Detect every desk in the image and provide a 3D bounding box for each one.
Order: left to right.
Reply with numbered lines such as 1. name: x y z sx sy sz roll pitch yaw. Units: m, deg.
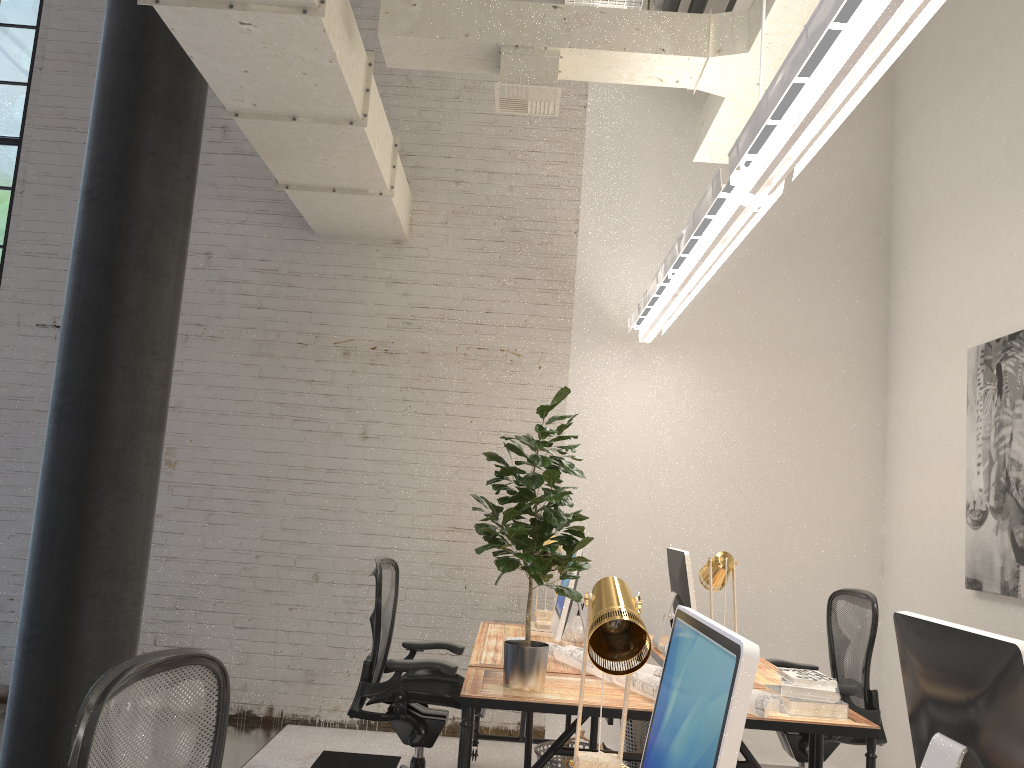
1. desk: 0.066 1.573 4.095 0.529 0.723 1.403 4 -8 1
2. desk: 0.493 1.466 3.123 1.401 0.723 0.530 4 -8 1
3. desk: 0.911 1.634 4.079 0.529 0.723 1.403 4 -8 1

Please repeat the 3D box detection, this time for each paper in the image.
1. paper: 0.368 1.078 3.329 0.083 0.082 1.135 8 -9 -24
2. paper: 0.535 1.090 3.327 0.083 0.082 1.135 10 -10 -34

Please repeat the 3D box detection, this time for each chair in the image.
1. chair: -0.385 0.992 1.363 0.792 1.083 0.771 6 -8 -16
2. chair: -0.403 1.349 4.027 0.792 1.083 0.771 6 -8 -16
3. chair: 1.407 1.508 4.191 0.792 1.083 0.771 6 -8 -16

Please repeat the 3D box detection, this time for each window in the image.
1. window: -4.469 -0.676 5.942 2.491 5.169 0.138 4 -7 1

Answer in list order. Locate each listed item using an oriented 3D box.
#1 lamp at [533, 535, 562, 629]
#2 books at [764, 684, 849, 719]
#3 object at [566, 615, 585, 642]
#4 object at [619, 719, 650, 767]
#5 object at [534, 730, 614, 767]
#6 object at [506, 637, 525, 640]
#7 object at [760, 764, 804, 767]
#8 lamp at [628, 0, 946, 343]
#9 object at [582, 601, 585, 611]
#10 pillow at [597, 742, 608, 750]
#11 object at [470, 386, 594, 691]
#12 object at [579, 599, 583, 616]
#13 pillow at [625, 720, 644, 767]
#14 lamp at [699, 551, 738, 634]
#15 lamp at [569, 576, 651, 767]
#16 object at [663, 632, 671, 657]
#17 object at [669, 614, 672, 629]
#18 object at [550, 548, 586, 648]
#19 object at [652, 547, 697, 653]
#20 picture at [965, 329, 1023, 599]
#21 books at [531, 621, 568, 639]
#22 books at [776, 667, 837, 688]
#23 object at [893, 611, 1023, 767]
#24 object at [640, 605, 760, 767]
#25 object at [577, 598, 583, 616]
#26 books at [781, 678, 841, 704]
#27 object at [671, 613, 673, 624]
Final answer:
1. lamp: 0.184 1.005 4.541 0.126 0.469 0.345 4 -8 1
2. books: 1.027 1.115 3.116 0.200 0.050 0.272 5 -8 -2
3. object: 0.317 1.198 4.348 0.101 0.126 0.101 12 -11 -44
4. object: 0.701 1.829 4.521 0.353 0.434 0.359 5 -8 -3
5. object: 0.254 1.666 3.616 0.353 0.434 0.359 5 -8 -3
6. object: 0.031 1.186 4.034 0.118 0.017 0.440 4 -8 1
7. object: 0.835 1.650 3.247 0.544 0.454 0.221 4 -7 1
8. lamp: 0.881 -2.129 1.784 0.226 2.858 7.316 4 -8 1
9. object: 0.331 1.160 4.363 0.054 0.206 0.008 6 -7 -12
10. pillow: 0.332 1.684 3.609 0.119 0.406 0.240 4 -7 1
11. object: 0.066 0.538 3.216 0.439 1.075 0.514 5 -7 -9
12. object: 0.327 1.155 4.340 0.008 0.206 0.054 6 -8 -16
13. pillow: 0.622 1.837 4.525 0.119 0.406 0.240 4 -7 1
14. lamp: 0.886 0.951 3.792 0.126 0.469 0.345 4 -8 1
15. lamp: 0.205 0.649 1.877 0.127 0.469 0.345 4 -8 1
16. object: 0.723 1.170 3.933 0.101 0.126 0.101 12 -11 -44
17. object: 0.716 1.127 3.928 0.054 0.206 0.008 6 -7 -12
18. object: 0.270 0.969 4.036 0.189 0.484 0.484 4 -8 1
19. object: 0.797 1.045 4.290 0.189 0.484 0.484 4 -8 1
20. picture: 2.266 0.360 4.015 0.049 1.181 0.732 4 -7 1
21. books: 0.195 1.262 4.559 0.225 0.038 0.309 4 -8 1
22. books: 1.041 1.040 3.142 0.153 0.030 0.185 4 -8 -1
23. object: 0.816 0.688 1.626 0.189 0.484 0.484 4 -8 1
24. object: 0.288 0.613 1.372 0.189 0.484 0.484 4 -8 1
25. object: 0.319 1.159 4.367 0.054 0.206 0.008 9 -9 -34
26. books: 1.053 1.072 3.137 0.193 0.044 0.258 2 -8 18
27. object: 0.719 1.129 3.952 0.008 0.206 0.054 6 -8 -16
